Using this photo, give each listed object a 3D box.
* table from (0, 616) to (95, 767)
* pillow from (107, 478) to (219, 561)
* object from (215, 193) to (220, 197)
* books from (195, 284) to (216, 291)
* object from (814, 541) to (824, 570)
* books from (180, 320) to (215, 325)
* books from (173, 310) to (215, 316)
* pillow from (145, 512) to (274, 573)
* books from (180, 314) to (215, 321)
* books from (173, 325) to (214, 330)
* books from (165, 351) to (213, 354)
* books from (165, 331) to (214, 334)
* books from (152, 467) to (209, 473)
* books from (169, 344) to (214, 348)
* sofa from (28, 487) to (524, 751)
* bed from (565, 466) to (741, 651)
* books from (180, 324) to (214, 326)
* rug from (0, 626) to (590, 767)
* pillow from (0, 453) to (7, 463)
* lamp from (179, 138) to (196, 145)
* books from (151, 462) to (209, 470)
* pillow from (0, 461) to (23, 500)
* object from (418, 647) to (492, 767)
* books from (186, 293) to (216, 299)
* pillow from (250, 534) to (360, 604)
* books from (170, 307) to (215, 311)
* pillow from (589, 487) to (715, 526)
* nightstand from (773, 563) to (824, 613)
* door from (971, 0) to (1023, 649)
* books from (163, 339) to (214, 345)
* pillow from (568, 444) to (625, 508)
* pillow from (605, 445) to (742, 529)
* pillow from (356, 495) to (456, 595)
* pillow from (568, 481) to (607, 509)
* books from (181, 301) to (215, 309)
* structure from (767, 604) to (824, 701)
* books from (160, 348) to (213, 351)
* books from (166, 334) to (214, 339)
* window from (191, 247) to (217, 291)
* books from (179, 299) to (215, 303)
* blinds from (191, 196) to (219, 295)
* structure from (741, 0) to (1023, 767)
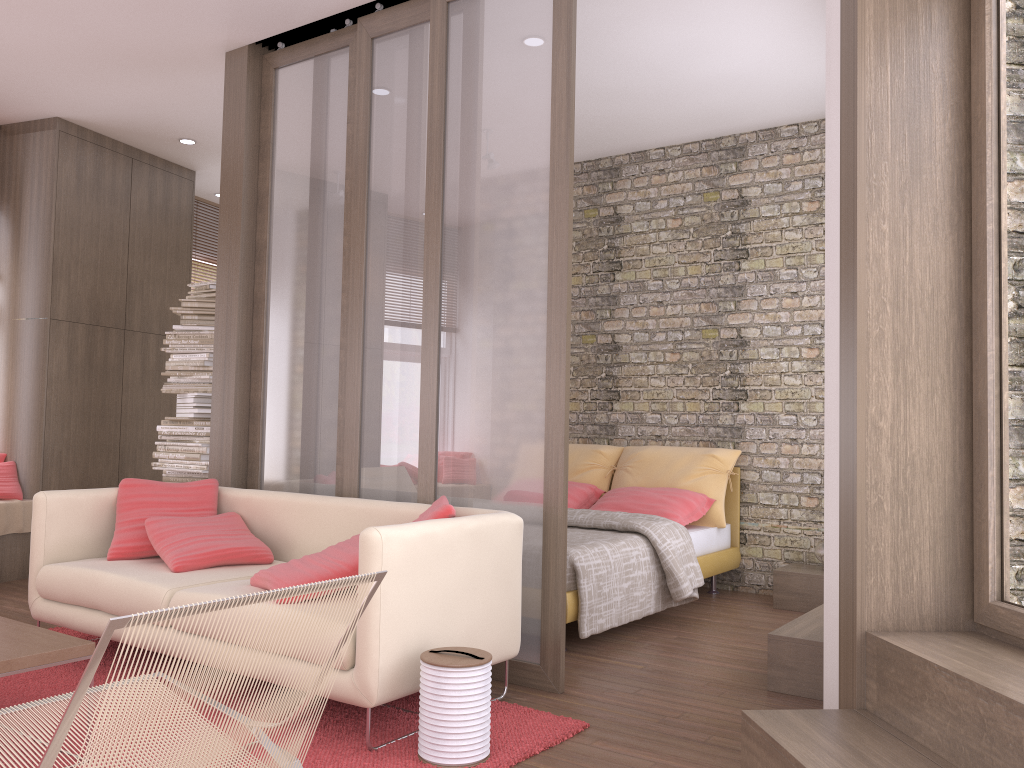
[{"bbox_3d":[-1.914,0.989,2.690,0.850,0.378,0.850,-1,-4,35],"label":"table"},{"bbox_3d":[-1.706,0.662,4.374,0.498,0.377,0.379,2,-3,-20],"label":"pillow"},{"bbox_3d":[-2.738,-1.779,8.359,0.119,0.010,0.119,3,-3,-30],"label":"object"},{"bbox_3d":[-2.083,-0.660,6.225,0.193,0.029,0.260,4,-4,-40],"label":"books"},{"bbox_3d":[2.065,1.083,5.609,0.296,0.199,0.211,-1,-3,32],"label":"object"},{"bbox_3d":[-2.115,-0.418,6.242,0.371,0.036,0.211,2,-3,-5],"label":"books"},{"bbox_3d":[-2.131,-0.486,6.220,0.412,0.019,0.259,2,-3,-5],"label":"books"},{"bbox_3d":[-1.432,0.741,4.177,0.507,0.224,0.467,4,-4,-43],"label":"pillow"},{"bbox_3d":[-2.114,-0.455,6.244,0.371,0.036,0.211,2,-3,-5],"label":"books"},{"bbox_3d":[-2.130,-0.378,6.211,0.404,0.026,0.266,2,-3,-5],"label":"books"},{"bbox_3d":[-2.135,-0.213,6.184,0.416,0.012,0.324,0,-3,15],"label":"books"},{"bbox_3d":[-2.168,-0.343,6.221,0.392,0.015,0.306,0,-3,15],"label":"books"},{"bbox_3d":[-2.133,0.588,6.121,0.542,0.016,0.423,-1,-4,35],"label":"books"},{"bbox_3d":[-2.112,-0.251,6.212,0.434,0.019,0.324,0,-3,15],"label":"books"},{"bbox_3d":[-1.109,0.884,3.867,2.204,0.751,0.919,-1,-4,34],"label":"sofa"},{"bbox_3d":[0.202,0.957,5.708,2.219,0.861,2.360,-1,-4,35],"label":"bed"},{"bbox_3d":[-2.102,-0.396,6.205,0.351,0.010,0.284,2,-3,-5],"label":"books"},{"bbox_3d":[-1.861,1.187,2.744,2.938,0.016,3.344,-1,-4,35],"label":"rug"},{"bbox_3d":[-3.796,0.642,6.161,0.484,0.334,0.193,2,-3,-15],"label":"pillow"},{"bbox_3d":[-2.481,-1.855,6.781,0.119,0.010,0.119,0,-3,15],"label":"lamp"},{"bbox_3d":[-2.152,0.567,6.176,0.612,0.028,0.399,-1,-4,35],"label":"books"},{"bbox_3d":[-3.545,0.662,6.052,0.264,0.278,0.357,-1,-4,42],"label":"pillow"},{"bbox_3d":[-0.188,1.058,2.931,0.239,0.341,0.239,2,-3,-23],"label":"object"},{"bbox_3d":[-2.106,-0.605,6.235,0.327,0.023,0.198,-1,-4,35],"label":"books"},{"bbox_3d":[-0.743,0.721,3.497,0.467,0.224,0.507,3,-3,-28],"label":"pillow"},{"bbox_3d":[-2.143,-0.507,6.225,0.435,0.019,0.248,2,-3,-5],"label":"books"},{"bbox_3d":[0.889,0.831,5.989,0.834,0.261,0.540,-1,-4,35],"label":"pillow"},{"bbox_3d":[2.052,1.300,5.558,0.707,0.240,0.400,-1,-4,35],"label":"nightstand"},{"bbox_3d":[1.591,-0.393,1.989,0.142,2.275,1.800,2,-3,-6],"label":"door"},{"bbox_3d":[-2.173,-0.281,6.217,0.401,0.035,0.315,0,-3,15],"label":"books"},{"bbox_3d":[0.367,0.721,6.803,1.019,0.527,0.355,-1,-4,35],"label":"pillow"},{"bbox_3d":[1.097,0.719,6.288,1.021,0.557,0.366,-1,-4,35],"label":"pillow"},{"bbox_3d":[-0.425,0.648,3.549,0.379,0.377,0.498,2,-3,-6],"label":"pillow"},{"bbox_3d":[0.196,0.836,6.465,0.831,0.264,0.538,-1,-4,35],"label":"pillow"},{"bbox_3d":[-2.099,-0.536,6.217,0.351,0.036,0.275,2,-3,-5],"label":"books"},{"bbox_3d":[1.963,-0.083,4.371,0.808,2.881,2.039,-1,-4,35],"label":"structure"},{"bbox_3d":[-2.164,-0.230,6.218,0.470,0.022,0.306,0,-3,15],"label":"books"},{"bbox_3d":[-2.149,-0.316,6.234,0.416,0.035,0.323,0,-3,15],"label":"books"},{"bbox_3d":[-3.119,-0.190,8.429,0.160,2.229,1.407,0,-3,22],"label":"window"},{"bbox_3d":[-2.106,-0.563,6.212,0.366,0.012,0.287,2,-3,-5],"label":"books"},{"bbox_3d":[-3.012,-1.218,8.449,0.042,1.138,1.373,0,-3,22],"label":"blinds"},{"bbox_3d":[1.242,-0.225,1.945,0.845,2.881,2.039,2,-3,-6],"label":"structure"}]
